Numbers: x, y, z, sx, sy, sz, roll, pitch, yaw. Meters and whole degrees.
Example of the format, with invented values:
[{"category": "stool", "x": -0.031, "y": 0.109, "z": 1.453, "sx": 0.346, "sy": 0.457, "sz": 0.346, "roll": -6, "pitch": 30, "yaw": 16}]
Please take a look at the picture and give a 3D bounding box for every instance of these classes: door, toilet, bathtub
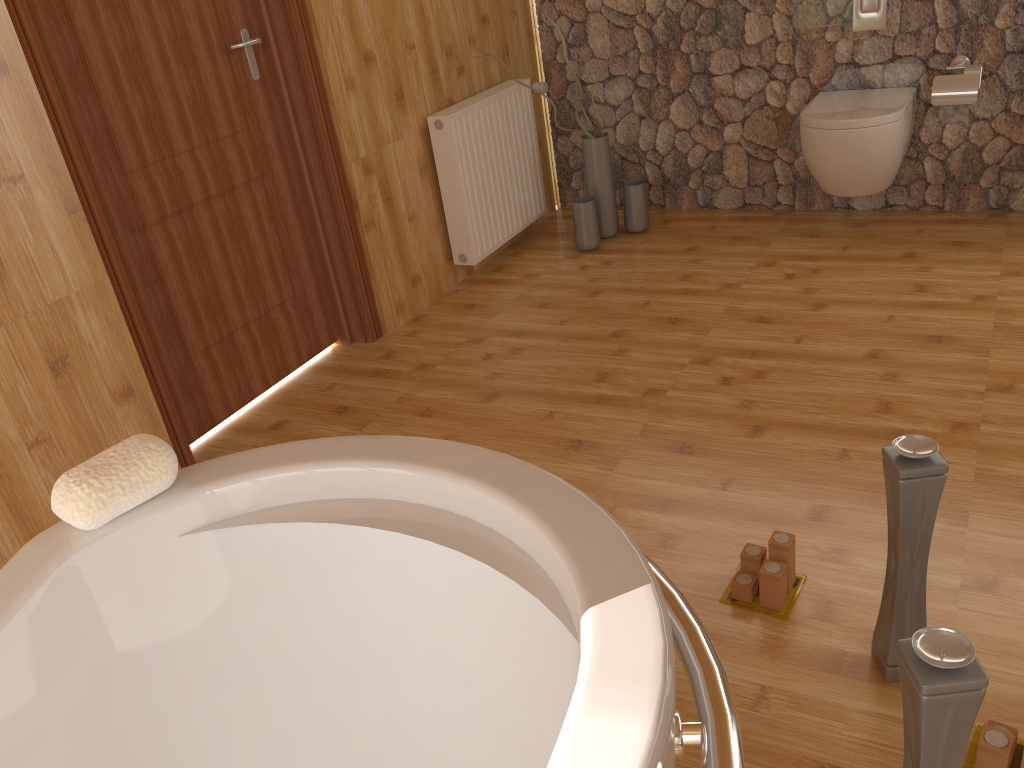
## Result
[{"category": "door", "x": -0.977, "y": -0.855, "z": 2.574, "sx": 0.106, "sy": 2.001, "sz": 0.823, "roll": 6, "pitch": 31, "yaw": 28}, {"category": "toilet", "x": 1.326, "y": -0.913, "z": 3.434, "sx": 0.371, "sy": 0.337, "sz": 0.507, "roll": 7, "pitch": 31, "yaw": 28}, {"category": "bathtub", "x": -0.488, "y": 0.701, "z": 0.671, "sx": 0.977, "sy": 0.900, "sz": 1.946, "roll": 8, "pitch": 32, "yaw": 31}]

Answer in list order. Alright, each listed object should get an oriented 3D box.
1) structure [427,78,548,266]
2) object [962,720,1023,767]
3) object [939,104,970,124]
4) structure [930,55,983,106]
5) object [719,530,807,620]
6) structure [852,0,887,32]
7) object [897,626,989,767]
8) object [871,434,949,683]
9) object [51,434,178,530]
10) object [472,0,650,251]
[{"category": "structure", "x": -0.044, "y": -0.922, "z": 3.764, "sx": 0.150, "sy": 0.600, "sz": 0.745, "roll": 7, "pitch": 31, "yaw": 28}, {"category": "object", "x": 0.790, "y": 0.561, "z": 1.379, "sx": 0.141, "sy": 0.131, "sz": 0.141, "roll": 12, "pitch": 34, "yaw": 35}, {"category": "object", "x": 1.669, "y": -1.063, "z": 3.336, "sx": 0.098, "sy": 0.151, "sz": 0.090, "roll": 7, "pitch": 31, "yaw": 28}, {"category": "structure", "x": 1.664, "y": -1.138, "z": 3.324, "sx": 0.170, "sy": 0.151, "sz": 0.154, "roll": 7, "pitch": 31, "yaw": 28}, {"category": "object", "x": 0.517, "y": 0.374, "z": 1.826, "sx": 0.141, "sy": 0.131, "sz": 0.141, "roll": 9, "pitch": 32, "yaw": 32}, {"category": "structure", "x": 1.370, "y": -1.460, "z": 3.397, "sx": 0.120, "sy": 0.200, "sz": 0.010, "roll": 7, "pitch": 31, "yaw": 28}, {"category": "object", "x": 0.544, "y": 0.520, "z": 1.157, "sx": 0.080, "sy": 0.478, "sz": 0.080, "roll": -8, "pitch": 27, "yaw": 3}, {"category": "object", "x": 1.054, "y": 0.064, "z": 0.288, "sx": 0.347, "sy": 1.921, "sz": 2.276, "roll": -17, "pitch": 28, "yaw": -14}, {"category": "object", "x": -0.525, "y": 0.129, "z": 1.179, "sx": 0.105, "sy": 0.077, "sz": 0.166, "roll": 12, "pitch": 34, "yaw": 35}, {"category": "object", "x": 0.226, "y": -1.100, "z": 3.668, "sx": 0.658, "sy": 1.123, "sz": 0.277, "roll": -27, "pitch": 32, "yaw": -31}]
